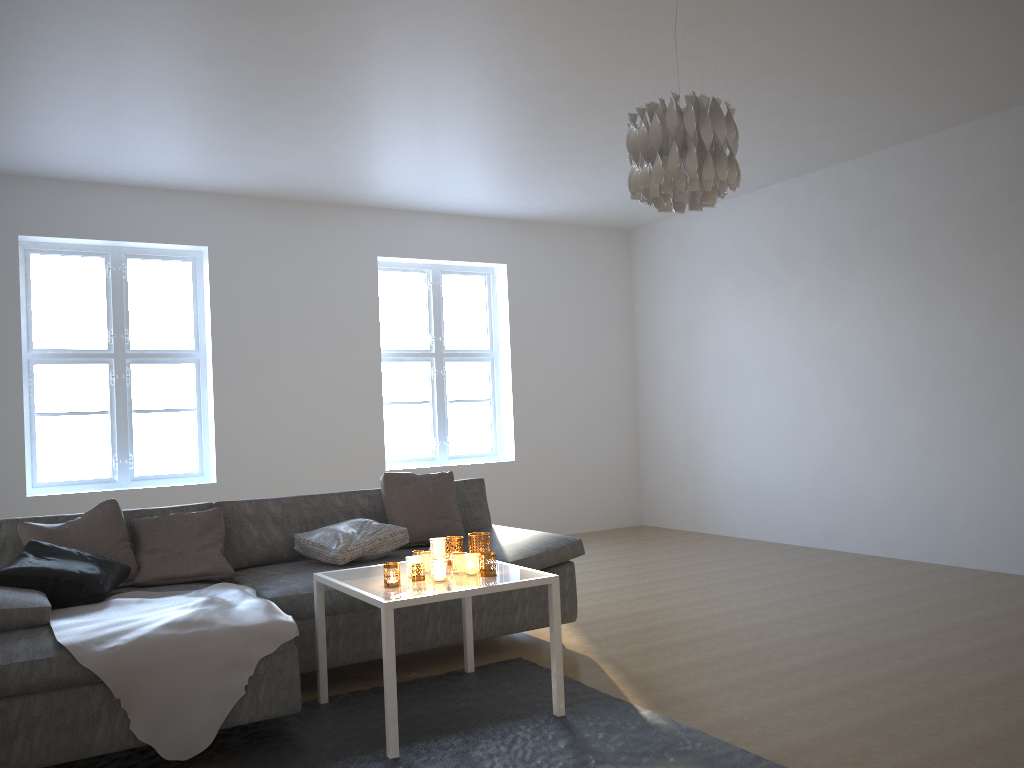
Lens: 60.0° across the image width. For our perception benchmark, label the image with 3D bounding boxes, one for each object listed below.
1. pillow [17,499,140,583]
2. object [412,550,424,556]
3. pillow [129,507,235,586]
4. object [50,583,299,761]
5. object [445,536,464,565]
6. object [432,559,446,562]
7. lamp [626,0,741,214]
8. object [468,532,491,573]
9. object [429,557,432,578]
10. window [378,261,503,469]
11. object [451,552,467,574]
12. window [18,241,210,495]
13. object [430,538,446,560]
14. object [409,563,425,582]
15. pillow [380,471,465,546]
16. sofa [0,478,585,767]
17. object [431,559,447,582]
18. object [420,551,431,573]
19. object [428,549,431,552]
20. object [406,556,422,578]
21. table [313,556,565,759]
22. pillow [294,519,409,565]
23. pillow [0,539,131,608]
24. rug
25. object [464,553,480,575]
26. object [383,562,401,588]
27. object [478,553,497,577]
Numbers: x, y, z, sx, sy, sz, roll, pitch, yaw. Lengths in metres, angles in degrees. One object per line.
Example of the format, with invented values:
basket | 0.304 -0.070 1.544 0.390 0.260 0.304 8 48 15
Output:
pillow | -1.835 0.705 3.773 0.429 0.402 0.324 -1 -2 -44
object | -0.368 0.687 3.461 0.054 0.068 0.047 -3 -1 19
pillow | -1.465 0.724 3.927 0.414 0.311 0.337 -2 -2 -26
object | -1.221 0.998 3.138 0.811 0.437 0.726 -1 -2 -32
object | -0.230 0.665 3.540 0.080 0.104 0.080 -1 -2 -41
object | -0.260 0.667 3.182 0.056 0.066 0.056 -3 -2 21
lamp | 0.530 -1.096 2.846 0.355 1.065 0.354 -3 -1 12
object | -0.120 0.636 3.353 0.090 0.139 0.087 -3 -2 30
object | -0.271 0.672 3.247 0.060 0.073 0.060 -4 -2 39
window | -0.647 -0.166 7.583 1.200 1.709 0.077 -2 -1 -31
object | -0.198 0.672 3.324 0.060 0.073 0.060 -1 -2 -42
window | -2.801 -0.120 6.297 1.200 1.709 0.077 -2 -1 -31
object | -0.267 0.598 3.215 0.060 0.073 0.060 -2 -2 -15
object | -0.340 0.681 3.208 0.052 0.058 0.050 -3 -2 29
pillow | -0.460 0.641 4.593 0.426 0.390 0.242 -1 -2 -30
sofa | -0.930 0.903 3.826 2.631 0.772 1.556 -1 -2 -31
object | -0.260 0.670 3.181 0.060 0.073 0.060 -4 -2 39
object | -0.319 0.679 3.375 0.060 0.073 0.060 -2 -1 -6
object | -0.295 0.680 3.436 0.060 0.073 0.060 -2 -1 -6
object | -0.363 0.677 3.283 0.060 0.073 0.060 -2 -1 -6
table | -0.292 0.964 3.315 0.674 0.504 0.715 -1 -2 -31
pillow | -0.751 0.746 4.177 0.404 0.194 0.406 -1 -3 -44
pillow | -1.729 0.736 3.424 0.401 0.248 0.421 -2 -2 -11
rug | -0.282 1.178 2.545 2.015 0.055 2.112 -1 -2 -31
object | -0.146 0.668 3.284 0.060 0.073 0.060 -1 -2 -42
object | -0.423 0.671 3.121 0.060 0.079 0.060 -1 -2 -37
object | -0.087 0.661 3.247 0.060 0.079 0.060 -1 -2 -41
